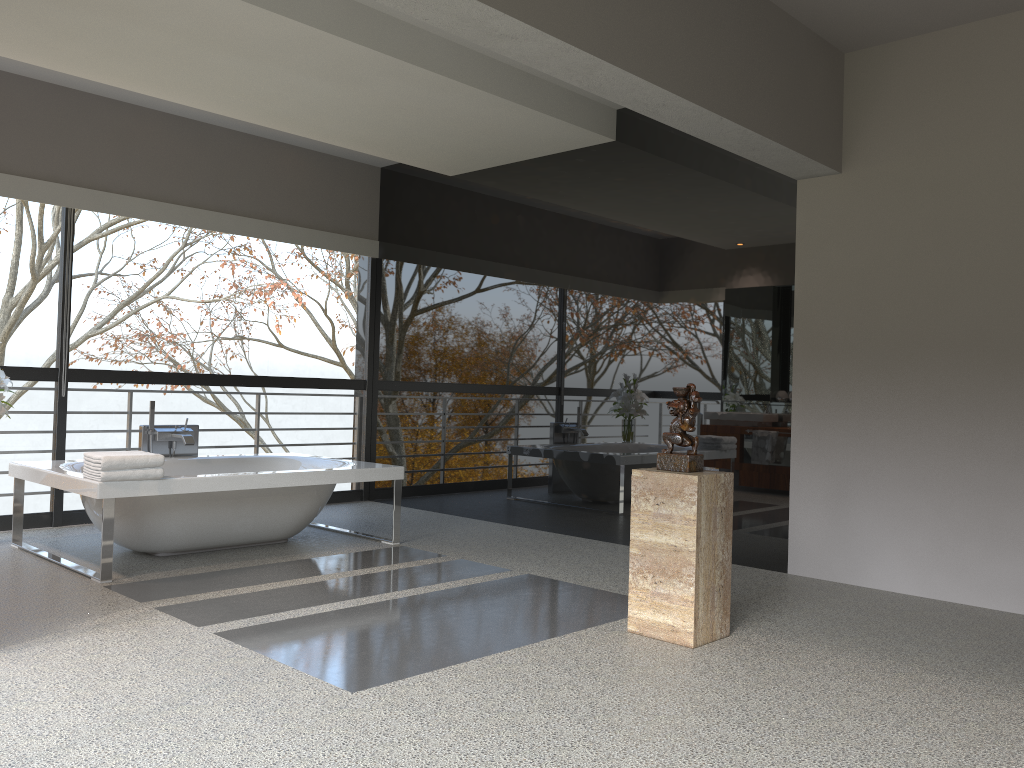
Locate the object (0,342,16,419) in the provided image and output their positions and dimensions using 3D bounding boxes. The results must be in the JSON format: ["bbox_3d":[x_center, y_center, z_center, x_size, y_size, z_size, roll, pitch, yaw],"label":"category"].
[{"bbox_3d":[-3.220,0.086,5.277,0.450,0.796,0.460,2,-1,-19],"label":"object"}]

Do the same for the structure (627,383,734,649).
[{"bbox_3d":[0.728,0.533,3.801,0.328,1.074,0.291,1,-1,44],"label":"structure"}]

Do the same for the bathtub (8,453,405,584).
[{"bbox_3d":[-1.862,0.755,5.549,1.327,0.504,1.958,1,-1,44],"label":"bathtub"}]

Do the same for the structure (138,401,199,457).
[{"bbox_3d":[-2.264,0.561,6.001,0.330,0.885,0.402,1,-1,44],"label":"structure"}]

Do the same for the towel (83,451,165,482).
[{"bbox_3d":[-2.015,0.431,4.609,0.322,0.145,0.305,2,-1,-43],"label":"towel"}]
